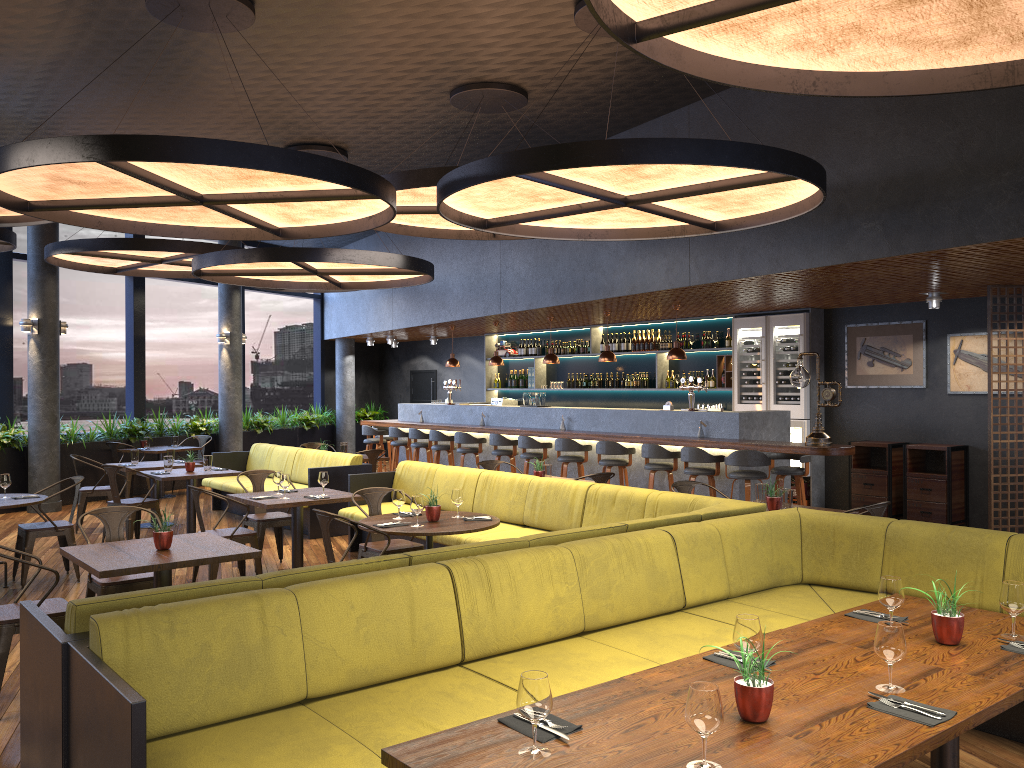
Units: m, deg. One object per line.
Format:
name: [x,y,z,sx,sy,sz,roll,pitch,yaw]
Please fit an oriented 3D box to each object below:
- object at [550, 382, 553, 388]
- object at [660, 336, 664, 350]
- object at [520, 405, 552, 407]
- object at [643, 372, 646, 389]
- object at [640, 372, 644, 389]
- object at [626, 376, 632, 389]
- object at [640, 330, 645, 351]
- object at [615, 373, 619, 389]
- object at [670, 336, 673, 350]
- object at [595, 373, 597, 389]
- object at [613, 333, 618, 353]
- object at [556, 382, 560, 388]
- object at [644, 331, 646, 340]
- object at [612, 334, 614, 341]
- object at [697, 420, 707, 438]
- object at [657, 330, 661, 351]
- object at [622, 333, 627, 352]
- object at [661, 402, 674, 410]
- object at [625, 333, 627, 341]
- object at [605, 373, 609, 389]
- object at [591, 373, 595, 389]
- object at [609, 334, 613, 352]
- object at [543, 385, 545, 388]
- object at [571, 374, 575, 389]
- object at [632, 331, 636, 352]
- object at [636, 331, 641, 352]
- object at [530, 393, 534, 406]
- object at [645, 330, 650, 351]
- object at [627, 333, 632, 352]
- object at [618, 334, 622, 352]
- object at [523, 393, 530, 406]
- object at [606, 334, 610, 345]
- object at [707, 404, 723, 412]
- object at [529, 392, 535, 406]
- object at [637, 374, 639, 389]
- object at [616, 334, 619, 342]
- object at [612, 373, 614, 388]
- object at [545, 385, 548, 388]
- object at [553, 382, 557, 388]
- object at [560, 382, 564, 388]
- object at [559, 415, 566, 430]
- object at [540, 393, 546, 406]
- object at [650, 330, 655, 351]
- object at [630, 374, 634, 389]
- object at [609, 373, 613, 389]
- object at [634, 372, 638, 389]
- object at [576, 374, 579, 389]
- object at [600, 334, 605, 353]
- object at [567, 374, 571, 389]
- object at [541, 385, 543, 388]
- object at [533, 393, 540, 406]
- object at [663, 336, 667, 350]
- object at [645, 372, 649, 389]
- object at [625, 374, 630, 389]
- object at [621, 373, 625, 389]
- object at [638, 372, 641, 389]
object: [0.705,0.019,15.599,0.084,0.119,0.084,0,0,6]
object: [2.290,-0.622,13.522,0.056,0.227,0.056,0,0,13]
object: [0.350,0.326,13.129,0.273,0.019,0.437,0,0,-39]
object: [2.093,-0.056,14.025,0.063,0.254,0.063,0,0,-11]
object: [2.031,-0.056,13.853,0.063,0.254,0.063,0,0,-31]
object: [1.887,-0.031,14.269,0.097,0.206,0.097,0,0,-7]
object: [2.046,-0.673,13.834,0.084,0.330,0.084,0,0,-32]
object: [1.716,-0.053,14.429,0.063,0.254,0.063,0,0,24]
object: [2.414,-0.623,13.466,0.056,0.227,0.056,0,0,-37]
object: [1.415,-0.051,14.817,0.063,0.254,0.063,0,0,-6]
object: [1.671,-0.661,14.317,0.085,0.310,0.086,0,0,-11]
object: [0.812,0.018,15.466,0.084,0.119,0.084,0,0,6]
object: [2.078,-0.674,13.934,0.084,0.330,0.084,0,0,-32]
object: [1.643,-0.660,14.500,0.085,0.310,0.086,0,0,-11]
object: [2.213,0.522,10.354,0.114,0.203,0.069,0,0,-4]
object: [2.282,-0.675,13.735,0.084,0.330,0.084,0,0,-32]
object: [1.794,-0.661,14.167,0.085,0.310,0.086,0,0,-5]
object: [1.717,0.274,11.301,0.200,0.106,0.766,0,0,-39]
object: [1.825,-0.661,14.284,0.085,0.310,0.086,0,0,-11]
object: [1.550,-0.053,14.460,0.063,0.254,0.063,0,0,24]
object: [1.348,-0.051,14.773,0.063,0.254,0.063,0,0,-21]
object: [1.615,-0.660,14.391,0.085,0.310,0.086,0,0,-5]
object: [0.565,0.050,15.686,0.042,0.059,0.042,0,0,13]
object: [1.035,-0.049,15.123,0.063,0.254,0.063,0,0,39]
object: [1.929,-0.673,13.980,0.084,0.330,0.084,0,0,-32]
object: [1.988,-0.673,13.907,0.084,0.330,0.084,0,0,-32]
object: [0.325,0.231,13.116,0.105,0.209,0.105,0,0,-4]
object: [2.106,-0.674,13.752,0.084,0.330,0.084,0,0,-32]
object: [1.883,-0.662,14.208,0.085,0.310,0.086,0,0,2]
object: [1.763,-0.661,14.354,0.085,0.310,0.086,0,0,-28]
object: [0.212,0.232,13.179,0.105,0.209,0.105,0,0,-4]
object: [1.581,-0.660,14.578,0.085,0.310,0.086,0,0,-24]
object: [2.387,0.277,10.430,0.177,0.091,0.091,0,0,26]
object: [0.304,0.231,13.237,0.105,0.209,0.105,0,0,-4]
object: [2.004,-0.040,14.127,0.088,0.224,0.088,0,0,-44]
object: [1.704,-0.661,14.432,0.085,0.310,0.086,0,0,2]
object: [1.637,-0.053,14.527,0.063,0.254,0.063,0,0,39]
object: [0.609,0.050,15.692,0.042,0.059,0.042,0,0,13]
object: [0.758,0.019,15.533,0.084,0.119,0.084,0,0,6]
object: [0.867,0.018,15.397,0.084,0.119,0.084,0,0,6]
object: [0.704,0.531,12.231,0.114,0.203,0.069,0,0,41]
object: [0.449,0.231,13.061,0.105,0.209,0.105,0,0,-4]
object: [2.168,-0.674,13.678,0.084,0.330,0.084,0,0,-32]
object: [1.915,-0.040,14.057,0.088,0.224,0.088,0,0,-24]
object: [1.612,-0.053,14.381,0.063,0.254,0.063,0,0,-1]
object: [1.943,-0.055,13.926,0.063,0.254,0.063,0,0,44]
object: [1.120,-0.050,15.175,0.063,0.254,0.063,0,0,9]
object: [1.490,-0.659,14.542,0.085,0.310,0.086,0,0,-11]
object: [0.973,-0.049,15.201,0.063,0.254,0.063,0,0,24]
object: [0.535,0.050,15.783,0.042,0.059,0.042,0,0,13]
object: [0.364,0.231,12.983,0.105,0.209,0.105,0,0,-4]
object: [2.328,-0.622,13.475,0.056,0.227,0.056,0,0,28]
object: [2.121,-0.056,13.913,0.063,0.254,0.063,0,0,24]
object: [1.848,-0.039,14.140,0.088,0.224,0.088,0,0,21]
object: [1.796,-0.054,14.341,0.063,0.254,0.063,0,0,9]
object: [2.017,-0.055,13.987,0.063,0.254,0.063,0,0,-11]
